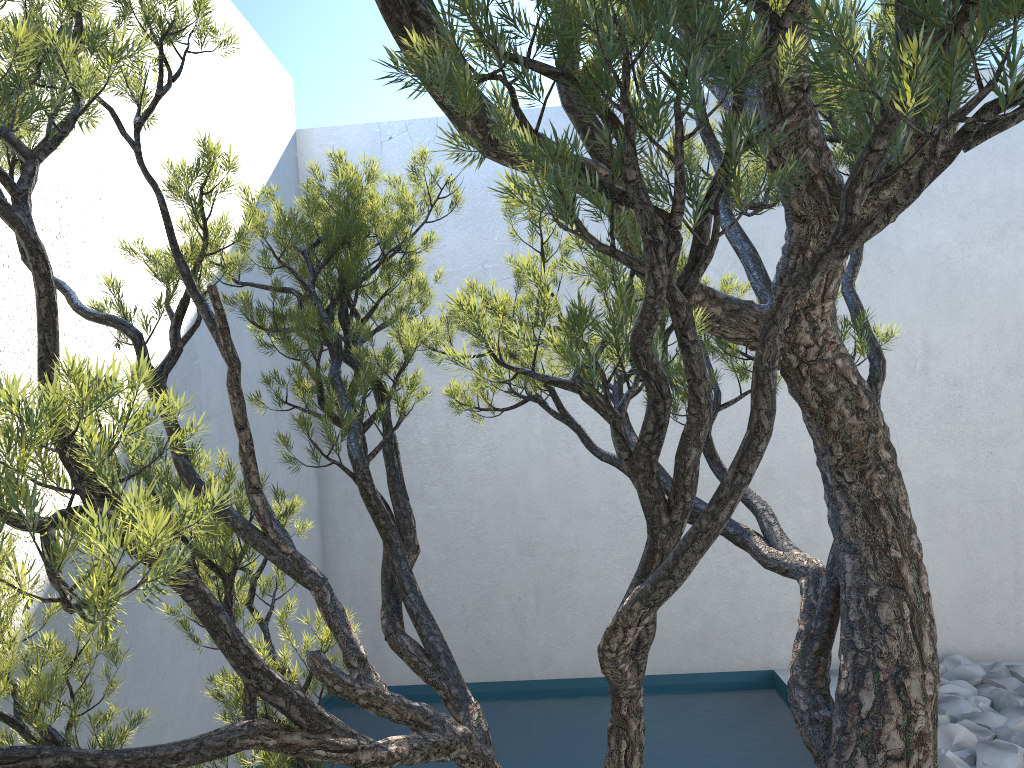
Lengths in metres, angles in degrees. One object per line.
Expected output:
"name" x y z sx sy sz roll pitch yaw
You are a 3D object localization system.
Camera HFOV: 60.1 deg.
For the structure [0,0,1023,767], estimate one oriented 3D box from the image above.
"structure" 0.128 -0.246 1.198 2.586 3.468 2.522 -3 -1 -3
